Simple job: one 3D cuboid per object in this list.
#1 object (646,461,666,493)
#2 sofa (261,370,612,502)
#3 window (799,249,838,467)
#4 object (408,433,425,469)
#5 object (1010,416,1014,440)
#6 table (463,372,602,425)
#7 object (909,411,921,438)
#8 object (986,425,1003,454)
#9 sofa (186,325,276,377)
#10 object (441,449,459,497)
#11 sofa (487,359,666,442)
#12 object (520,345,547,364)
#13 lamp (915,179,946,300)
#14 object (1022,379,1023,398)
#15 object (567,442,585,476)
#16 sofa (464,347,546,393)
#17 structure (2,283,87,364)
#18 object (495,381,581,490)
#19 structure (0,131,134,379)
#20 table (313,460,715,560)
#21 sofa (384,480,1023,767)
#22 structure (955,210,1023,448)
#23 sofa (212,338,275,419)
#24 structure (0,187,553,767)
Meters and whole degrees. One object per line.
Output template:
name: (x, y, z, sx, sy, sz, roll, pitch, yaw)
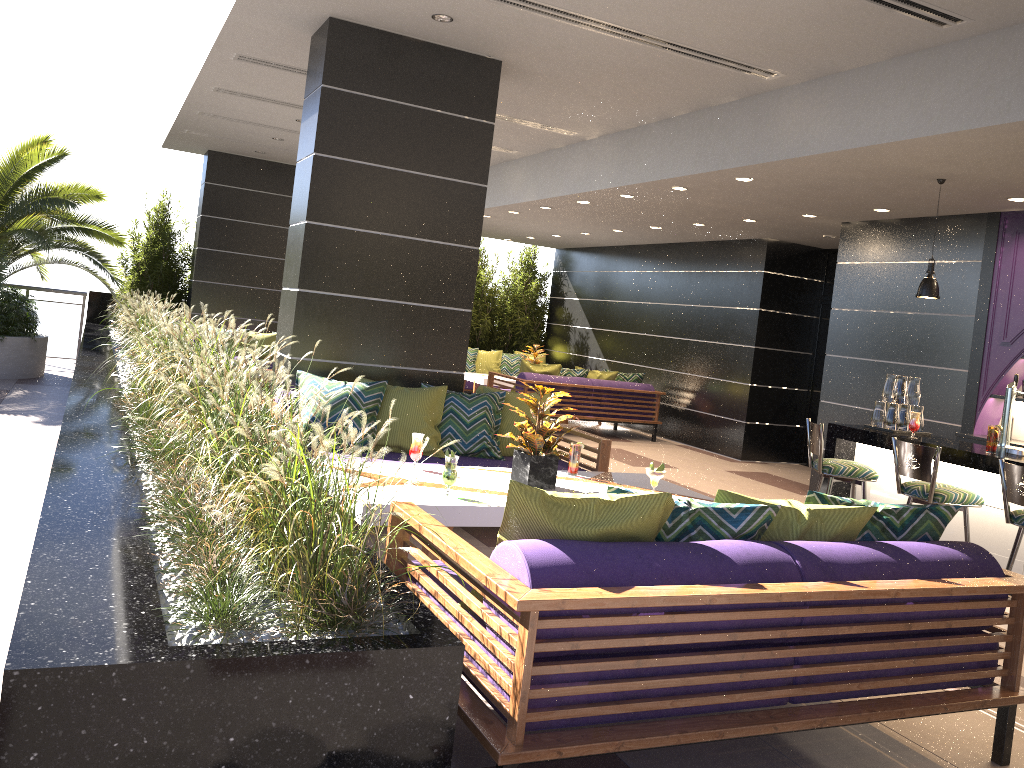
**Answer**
object: (0.733, 0.496, 4.546, 0.106, 0.197, 0.106, 7, 1, 2)
sofa: (-0.540, 0.443, 5.881, 2.120, 0.919, 1.124, 5, 3, -25)
window: (4.199, -0.243, 10.441, 0.108, 2.759, 1.833, 7, 2, -26)
object: (-0.500, 0.351, 4.624, 0.068, 0.181, 0.069, 6, 1, -43)
object: (4.050, 0.302, 7.235, 0.086, 0.298, 0.086, 7, 1, 23)
table: (0.296, 0.221, 13.014, 2.031, 0.553, 0.945, 5, 4, -25)
object: (2.815, 0.286, 6.192, 0.069, 0.181, 0.068, 8, 1, 37)
object: (3.068, 0.351, 5.643, 0.067, 0.189, 0.084, 7, 1, -1)
sofa: (-2.995, -0.222, 11.126, 2.120, 0.919, 1.124, 5, 3, -25)
object: (-0.282, 0.403, 4.035, 0.068, 0.211, 0.069, 6, 1, -43)
sofa: (0.837, 0.183, 11.866, 2.120, 0.919, 1.124, 5, 3, -25)
object: (0.321, -0.317, 12.980, 0.429, 0.526, 0.426, 7, 2, -8)
lamp: (3.244, -0.997, 5.995, 0.192, 0.863, 1.085, 6, 3, -26)
object: (4.156, 0.001, 7.066, 0.094, 0.247, 0.152, 6, 2, -37)
object: (0.360, 0.423, 4.994, 0.084, 0.189, 0.067, 7, 1, 0)
sofa: (-0.250, -0.111, 14.187, 2.120, 0.919, 1.124, 5, 3, -25)
structure: (-8.143, -0.295, 2.447, 12.884, 1.057, 17.576, 5, 4, -25)
object: (0.135, 0.261, 4.514, 0.429, 0.526, 0.426, 6, 2, -13)
structure: (-6.616, -1.823, 10.717, 3.759, 3.300, 3.799, 8, 3, 17)
table: (0.067, 0.795, 4.527, 2.031, 0.553, 0.945, 5, 4, -25)
sofa: (0.708, 0.782, 3.215, 2.120, 0.919, 1.124, 5, 3, -25)
structure: (4.863, 0.195, 5.388, 0.529, 2.757, 4.649, 7, 3, -26)
sofa: (-1.908, 0.072, 8.805, 2.120, 0.919, 1.124, 5, 3, -25)
structure: (2.298, -0.205, 4.111, 7.797, 3.119, 24.831, 5, 4, -26)
